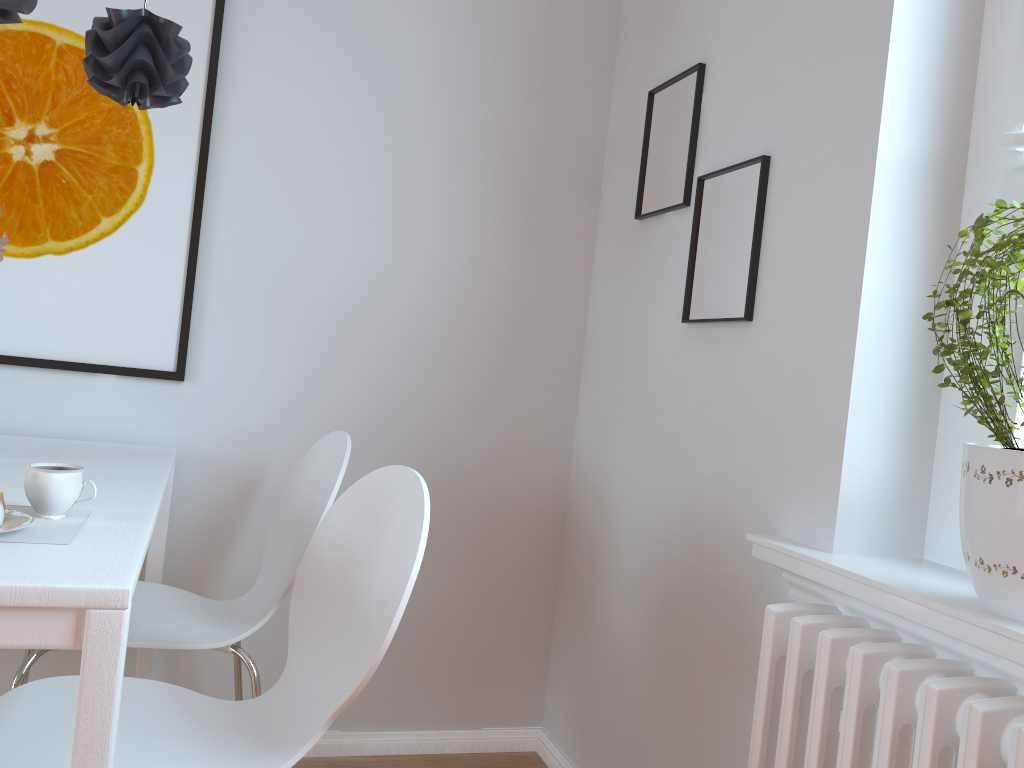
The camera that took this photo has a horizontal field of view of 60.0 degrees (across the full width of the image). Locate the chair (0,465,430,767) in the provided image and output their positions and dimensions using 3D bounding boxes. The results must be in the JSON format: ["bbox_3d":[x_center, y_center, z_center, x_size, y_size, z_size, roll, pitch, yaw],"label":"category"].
[{"bbox_3d":[-0.491,0.539,1.298,0.637,0.870,0.511,6,0,-28],"label":"chair"}]

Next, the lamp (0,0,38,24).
[{"bbox_3d":[-0.841,-1.228,1.406,0.299,1.294,0.291,6,0,28],"label":"lamp"}]

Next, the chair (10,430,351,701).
[{"bbox_3d":[-0.709,0.508,1.859,0.638,0.870,0.510,6,0,-23],"label":"chair"}]

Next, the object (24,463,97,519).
[{"bbox_3d":[-0.635,0.150,1.231,0.085,0.070,0.075,7,1,31],"label":"object"}]

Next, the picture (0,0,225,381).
[{"bbox_3d":[-1.121,-0.569,2.047,0.793,1.052,0.017,6,0,-17],"label":"picture"}]

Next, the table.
[{"bbox_3d":[-1.042,0.527,1.423,0.827,0.771,1.285,6,1,-18],"label":"table"}]

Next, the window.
[{"bbox_3d":[0.985,-0.636,0.871,0.109,1.929,1.293,6,0,-19],"label":"window"}]

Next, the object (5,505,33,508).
[{"bbox_3d":[-0.684,0.166,1.225,0.028,0.027,0.128,7,1,31],"label":"object"}]

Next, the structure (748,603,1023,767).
[{"bbox_3d":[0.710,0.711,0.642,0.204,0.660,1.670,6,1,-19],"label":"structure"}]

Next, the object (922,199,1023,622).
[{"bbox_3d":[0.704,0.012,1.128,0.213,0.574,0.391,6,1,-38],"label":"object"}]

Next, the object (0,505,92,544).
[{"bbox_3d":[-0.688,0.180,1.164,0.226,0.003,0.230,6,1,-18],"label":"object"}]

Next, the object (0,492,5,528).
[{"bbox_3d":[-0.703,0.158,1.102,0.126,0.043,0.075,6,1,-25],"label":"object"}]

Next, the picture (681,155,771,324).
[{"bbox_3d":[0.437,-0.288,1.834,0.017,0.322,0.247,6,0,-19],"label":"picture"}]

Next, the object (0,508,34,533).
[{"bbox_3d":[-0.706,0.174,1.111,0.189,0.012,0.193,6,1,-21],"label":"object"}]

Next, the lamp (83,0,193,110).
[{"bbox_3d":[-0.558,-1.218,1.495,0.167,1.505,0.171,6,0,-27],"label":"lamp"}]

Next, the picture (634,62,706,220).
[{"bbox_3d":[0.372,-0.567,2.111,0.017,0.322,0.247,6,0,-19],"label":"picture"}]

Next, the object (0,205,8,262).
[{"bbox_3d":[-1.054,-0.156,1.688,0.178,0.579,0.179,6,0,8],"label":"object"}]
